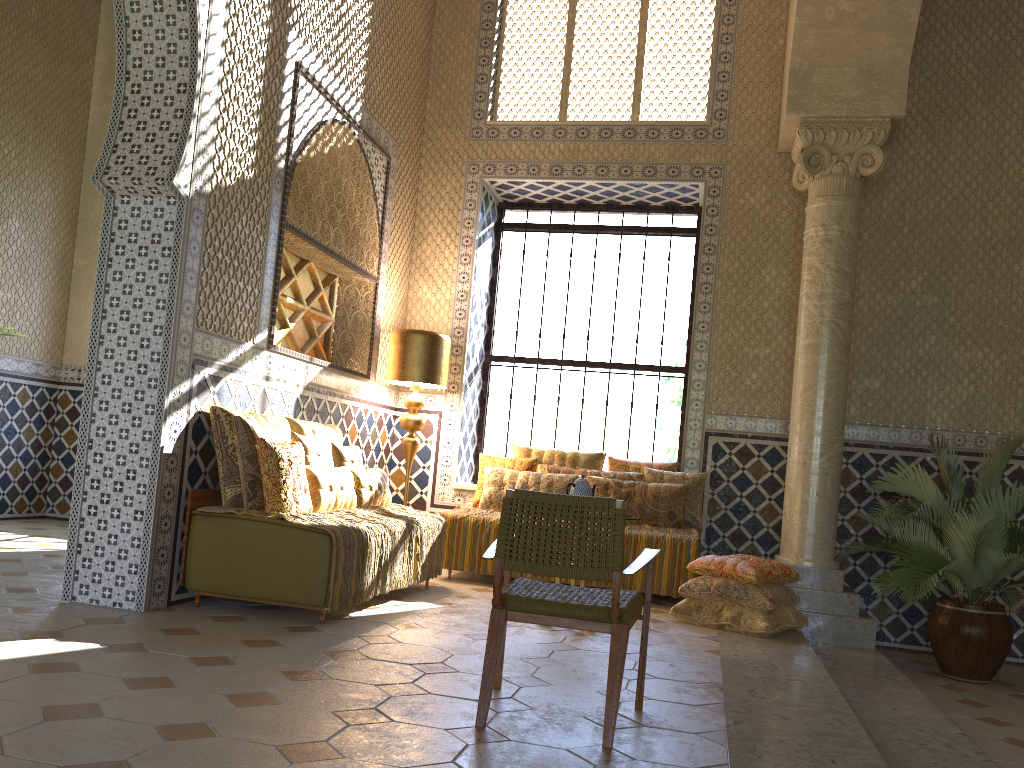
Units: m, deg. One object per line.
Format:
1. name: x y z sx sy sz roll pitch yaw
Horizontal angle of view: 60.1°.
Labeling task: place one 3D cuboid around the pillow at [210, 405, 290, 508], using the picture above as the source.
1. pillow: -2.192 0.655 7.664 0.422 0.830 1.197 4 -4 13

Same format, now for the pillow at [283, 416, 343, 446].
1. pillow: -1.935 0.787 8.830 0.422 0.830 1.197 4 -4 13

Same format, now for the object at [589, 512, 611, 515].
1. object: 0.719 1.076 7.364 0.255 0.032 0.257 4 -5 9

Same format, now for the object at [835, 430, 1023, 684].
1. object: 4.684 1.679 8.734 2.641 2.496 2.170 5 -3 0

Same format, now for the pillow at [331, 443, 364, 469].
1. pillow: -1.647 0.925 8.889 0.313 0.636 0.684 4 -4 13

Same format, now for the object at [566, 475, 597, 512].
1. object: 0.601 0.953 7.728 0.273 0.323 0.199 5 -3 2

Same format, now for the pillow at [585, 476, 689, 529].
1. pillow: 1.393 1.367 10.107 1.190 0.545 0.330 4 -3 13

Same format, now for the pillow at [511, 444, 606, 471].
1. pillow: 0.507 1.187 10.784 1.191 0.830 0.424 4 -3 13

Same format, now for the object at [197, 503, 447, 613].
1. object: -1.589 1.477 8.107 1.313 0.716 2.898 4 -5 13

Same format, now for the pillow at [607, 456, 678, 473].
1. pillow: 1.525 1.292 10.613 0.854 0.799 0.395 4 -3 13

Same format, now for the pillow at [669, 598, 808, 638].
1. pillow: 2.191 2.206 8.497 0.990 0.367 1.047 1 -6 38

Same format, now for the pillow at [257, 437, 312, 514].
1. pillow: -1.833 0.781 7.200 0.344 0.650 0.687 5 -4 12

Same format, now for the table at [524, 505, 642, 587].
1. table: 0.531 1.595 7.666 1.099 0.978 1.105 2 -5 42

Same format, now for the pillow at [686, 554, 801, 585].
1. pillow: 2.221 1.796 8.495 0.751 0.310 0.803 10 -7 -43

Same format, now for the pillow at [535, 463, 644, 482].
1. pillow: 0.882 1.297 10.449 1.340 0.614 0.372 4 -3 13

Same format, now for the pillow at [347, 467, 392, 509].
1. pillow: -1.446 1.070 8.885 0.271 0.449 0.987 4 -5 13

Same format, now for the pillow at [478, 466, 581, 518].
1. pillow: 0.201 1.285 10.375 1.190 0.545 0.330 4 -3 13

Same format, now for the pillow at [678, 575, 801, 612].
1. pillow: 2.189 2.003 8.500 0.930 0.346 0.884 2 -6 33

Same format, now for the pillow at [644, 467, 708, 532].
1. pillow: 1.860 1.336 10.252 0.740 0.692 0.342 4 -3 13

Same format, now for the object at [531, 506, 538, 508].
1. object: 0.229 1.070 7.764 0.256 0.032 0.256 6 -5 -8

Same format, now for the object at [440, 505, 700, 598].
1. object: 0.662 1.869 10.148 2.883 0.716 1.320 4 -5 13

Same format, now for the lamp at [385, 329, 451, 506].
1. lamp: -1.218 0.789 10.587 0.738 2.807 0.737 6 -2 -18

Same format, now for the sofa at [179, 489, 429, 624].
1. sofa: -1.647 1.483 8.132 1.272 0.935 2.862 4 -5 13

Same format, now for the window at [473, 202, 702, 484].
1. window: -1.800 -0.682 12.289 8.477 3.982 0.576 4 -2 9

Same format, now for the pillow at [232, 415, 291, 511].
1. pillow: -2.048 0.685 7.400 0.383 0.778 0.837 4 -4 13

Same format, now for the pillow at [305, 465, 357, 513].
1. pillow: -1.647 0.967 7.971 0.271 0.449 0.987 4 -5 13

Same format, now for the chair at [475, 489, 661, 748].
1. chair: 0.287 1.195 4.840 0.949 1.206 0.910 4 -3 13

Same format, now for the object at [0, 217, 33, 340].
1. object: -6.300 -0.187 8.905 2.254 3.544 2.764 4 -3 16

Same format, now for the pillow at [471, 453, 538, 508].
1. pillow: -0.092 1.202 10.690 0.740 0.692 0.342 4 -3 13

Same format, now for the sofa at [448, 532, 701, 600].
1. sofa: 0.714 1.887 10.200 2.847 0.935 1.279 4 -4 13

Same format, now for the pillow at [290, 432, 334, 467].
1. pillow: -1.817 0.807 8.107 0.340 0.691 0.744 4 -4 13
